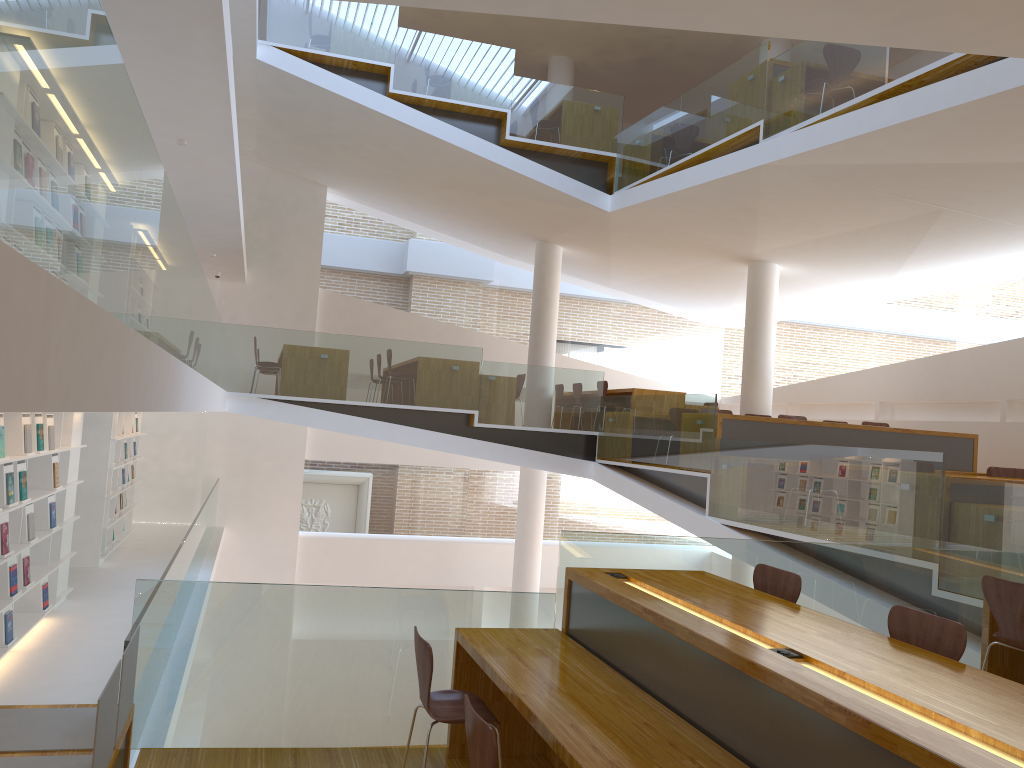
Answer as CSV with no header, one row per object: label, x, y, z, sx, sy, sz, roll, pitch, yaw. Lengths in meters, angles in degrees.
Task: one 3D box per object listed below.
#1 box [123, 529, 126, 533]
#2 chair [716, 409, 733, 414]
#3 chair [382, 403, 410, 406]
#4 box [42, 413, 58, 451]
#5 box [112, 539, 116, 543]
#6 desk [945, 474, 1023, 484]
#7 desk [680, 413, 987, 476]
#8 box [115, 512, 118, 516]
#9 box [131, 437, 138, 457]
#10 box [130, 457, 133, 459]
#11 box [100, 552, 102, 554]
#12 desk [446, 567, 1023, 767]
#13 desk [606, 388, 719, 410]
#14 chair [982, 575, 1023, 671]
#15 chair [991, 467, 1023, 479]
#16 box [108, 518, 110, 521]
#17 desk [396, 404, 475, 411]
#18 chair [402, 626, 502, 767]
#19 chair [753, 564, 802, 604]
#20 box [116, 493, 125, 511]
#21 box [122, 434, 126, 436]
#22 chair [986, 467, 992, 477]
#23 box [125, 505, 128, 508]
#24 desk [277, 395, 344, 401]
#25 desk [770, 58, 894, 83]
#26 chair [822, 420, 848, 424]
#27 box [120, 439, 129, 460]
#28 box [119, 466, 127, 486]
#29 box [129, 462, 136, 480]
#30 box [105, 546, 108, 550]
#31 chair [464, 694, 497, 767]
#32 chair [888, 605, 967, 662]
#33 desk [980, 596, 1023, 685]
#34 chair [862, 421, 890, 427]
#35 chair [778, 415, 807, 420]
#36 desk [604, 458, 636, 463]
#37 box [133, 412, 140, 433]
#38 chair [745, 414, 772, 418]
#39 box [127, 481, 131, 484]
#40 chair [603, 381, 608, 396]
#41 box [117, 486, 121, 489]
box,-5.323,1.827,11.888,0.274,0.296,0.245,5,-3,-16
chair,2.340,0.624,9.827,0.428,0.693,0.381,5,-3,-16
chair,-1.406,-0.070,11.162,0.381,0.693,0.428,5,-3,-16
box,-2.899,2.004,3.591,0.498,3.764,7.125,5,-3,-16
box,-5.070,1.801,11.010,0.274,0.296,0.245,5,-3,-16
desk,4.546,1.162,6.581,3.243,0.785,1.527,5,-3,-16
desk,3.526,0.936,9.385,3.216,1.022,1.248,5,-3,-16
box,-5.047,1.473,11.027,0.274,0.296,0.245,5,-3,-16
box,-5.399,0.860,12.443,0.274,0.296,0.245,5,-3,-16
box,-5.253,0.845,11.938,0.274,0.296,0.245,5,-3,-16
box,-4.776,1.770,9.990,0.274,0.296,0.245,5,-3,-16
desk,0.778,1.325,2.890,1.285,0.918,3.236,5,-3,-16
desk,1.724,0.530,13.252,1.247,0.762,3.194,5,-3,-16
chair,2.603,1.327,4.395,0.381,0.693,0.428,5,-3,-16
chair,4.344,1.068,7.534,0.428,0.693,0.381,5,-3,-16
box,-4.868,1.454,10.407,0.274,0.296,0.245,5,-3,-16
desk,-0.996,0.141,12.414,1.248,0.757,3.196,5,-3,-16
chair,-0.237,1.408,3.746,0.381,0.693,0.428,5,-3,-16
chair,1.073,1.205,4.130,0.381,0.693,0.428,5,-3,-16
box,-5.203,1.490,11.570,0.274,0.296,0.245,5,-3,-16
box,-4.973,0.490,11.071,0.274,0.296,0.245,5,-3,-16
chair,4.906,1.194,9.128,0.428,0.693,0.381,5,-3,-16
box,-5.302,1.500,11.914,0.274,0.296,0.245,5,-3,-16
desk,-2.748,-0.084,11.918,0.760,0.606,3.194,5,-3,-16
desk,3.961,-2.588,9.059,3.223,0.815,1.250,5,-3,-16
chair,3.982,0.814,11.256,0.428,0.693,0.381,5,-3,-16
box,-5.153,0.835,11.591,0.274,0.296,0.245,5,-3,-16
box,-5.176,1.162,11.574,0.274,0.296,0.245,5,-3,-16
box,-5.425,1.188,12.439,0.274,0.296,0.245,5,-3,-16
box,-4.895,1.782,10.400,0.274,0.296,0.245,5,-3,-16
chair,0.032,1.379,2.813,0.381,0.693,0.428,5,-3,-16
chair,1.342,1.176,3.197,0.381,0.693,0.428,5,-3,-16
desk,3.380,1.381,3.440,0.760,0.606,3.185,5,-3,-16
chair,4.342,0.793,10.358,0.428,0.693,0.381,5,-3,-16
chair,3.271,0.704,10.092,0.428,0.693,0.381,5,-3,-16
desk,2.895,0.783,11.323,3.356,0.606,0.760,5,-3,-16
box,-5.375,0.533,12.460,0.274,0.296,0.245,5,-3,-16
chair,2.920,0.721,10.913,0.428,0.693,0.381,5,-3,-16
box,-5.274,1.172,11.912,0.274,0.296,0.245,5,-3,-16
chair,1.350,0.319,11.969,0.381,0.693,0.428,5,-3,-16
box,-5.028,1.146,11.057,0.274,0.296,0.245,5,-3,-16
